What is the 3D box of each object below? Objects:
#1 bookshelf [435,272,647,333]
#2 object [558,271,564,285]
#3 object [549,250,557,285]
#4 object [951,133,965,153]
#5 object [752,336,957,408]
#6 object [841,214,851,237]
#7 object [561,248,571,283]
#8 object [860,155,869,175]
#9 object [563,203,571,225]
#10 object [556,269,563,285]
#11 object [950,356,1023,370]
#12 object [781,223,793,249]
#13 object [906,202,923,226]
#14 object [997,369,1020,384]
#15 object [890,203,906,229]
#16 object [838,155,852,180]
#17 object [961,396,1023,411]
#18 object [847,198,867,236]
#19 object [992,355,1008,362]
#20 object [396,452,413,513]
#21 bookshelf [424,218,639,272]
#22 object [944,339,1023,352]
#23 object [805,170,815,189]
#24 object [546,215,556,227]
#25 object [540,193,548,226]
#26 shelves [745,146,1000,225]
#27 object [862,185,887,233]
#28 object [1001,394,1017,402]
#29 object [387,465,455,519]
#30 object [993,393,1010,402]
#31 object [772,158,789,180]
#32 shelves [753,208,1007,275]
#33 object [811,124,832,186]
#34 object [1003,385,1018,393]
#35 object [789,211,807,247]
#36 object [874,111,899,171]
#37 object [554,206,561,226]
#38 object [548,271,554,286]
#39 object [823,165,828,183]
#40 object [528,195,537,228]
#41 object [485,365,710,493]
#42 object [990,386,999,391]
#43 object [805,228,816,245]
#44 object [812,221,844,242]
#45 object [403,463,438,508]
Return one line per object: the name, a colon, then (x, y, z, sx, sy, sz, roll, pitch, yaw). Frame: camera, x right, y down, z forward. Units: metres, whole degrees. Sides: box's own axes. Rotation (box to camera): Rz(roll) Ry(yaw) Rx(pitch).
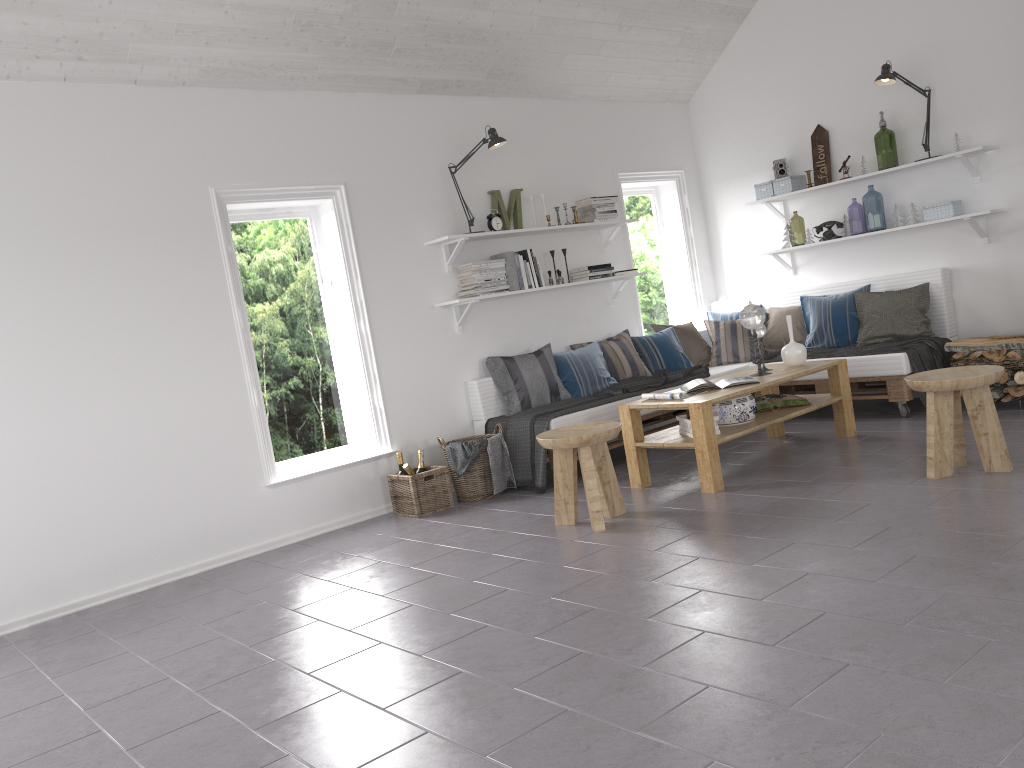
bookshelf: (0.280, -0.594, 6.372, 1.820, 0.212, 0.269, -13, 6, -39)
object: (0.348, -0.762, 6.371, 0.058, 0.102, 0.032, -14, 6, -44)
object: (0.313, -0.845, 6.473, 0.085, 0.259, 0.085, -8, 5, 20)
object: (2.970, -1.607, 5.914, 0.072, 0.142, 0.073, -10, 5, -6)
object: (2.427, -0.054, 6.398, 1.449, 0.508, 0.716, -6, 6, 41)
object: (2.507, -1.189, 6.657, 0.007, 0.176, 0.127, -13, 5, -33)
object: (0.402, -0.863, 6.510, 0.085, 0.259, 0.085, -8, 5, 20)
object: (2.536, -1.575, 6.389, 0.075, 0.147, 0.075, -8, 5, 18)
object: (0.392, -1.221, 6.389, 0.066, 0.160, 0.066, -6, 6, 38)
object: (0.341, -0.773, 6.427, 0.058, 0.117, 0.032, -12, 5, -28)
object: (3.026, -0.135, 5.587, 0.126, 0.104, 0.480, -13, 6, -37)
object: (2.180, -1.169, 6.974, 0.107, 0.195, 0.113, -12, 5, -32)
object: (2.815, -1.199, 6.225, 0.093, 0.161, 0.088, -12, 5, -30)
object: (3.225, -0.088, 5.662, 0.561, 0.102, 0.102, -13, 6, -40)
object: (2.754, -1.207, 6.346, 0.103, 0.178, 0.097, -8, 5, 14)
object: (2.461, -1.588, 6.555, 0.092, 0.172, 0.177, -8, 5, 19)
object: (3.215, 0.067, 5.752, 0.478, 0.118, 0.456, -13, 6, -39)
object: (2.531, -1.230, 6.517, 0.111, 0.270, 0.111, -11, 5, -21)
object: (3.172, -0.204, 5.623, 0.529, 0.048, 0.059, -13, 6, -39)
object: (-0.661, 0.605, 5.452, 0.095, 0.377, 0.095, -10, 4, -3)
bookshelf: (0.213, -0.998, 6.339, 1.820, 0.212, 0.269, -13, 6, -39)
object: (3.023, -0.246, 5.604, 0.115, 0.079, 0.571, -13, 6, -38)
object: (2.265, -1.562, 6.757, 0.085, 0.152, 0.085, -11, 5, -15)
object: (0.261, -1.152, 6.277, 0.088, 0.085, 0.088, -11, 5, -16)
object: (0.242, -1.247, 6.421, 0.084, 0.256, 0.084, -8, 5, 20)
shelves: (2.552, -1.402, 6.468, 0.269, 0.212, 1.820, -13, 6, -39)
object: (2.610, -1.267, 6.400, 0.137, 0.335, 0.137, -6, 6, 40)
object: (3.270, 0.041, 5.674, 0.467, 0.067, 0.096, -13, 6, -39)
object: (-0.560, 0.662, 5.447, 0.276, 0.270, 0.276, -13, 6, -39)
object: (3.194, 0.054, 5.741, 0.562, 0.063, 0.095, -13, 6, -38)
object: (2.120, -1.690, 6.983, 0.121, 0.157, 0.117, -9, 5, 10)
shelves: (2.620, -0.998, 6.500, 0.269, 0.212, 1.820, -13, 6, -39)
object: (2.362, -1.744, 6.779, 0.053, 0.480, 0.154, -13, 5, -34)
object: (3.237, 0.001, 5.653, 0.425, 0.033, 0.046, -13, 6, -39)
object: (2.218, -1.207, 6.888, 0.111, 0.270, 0.111, -11, 5, -21)
object: (2.637, -1.719, 6.268, 0.136, 0.415, 0.136, -10, 5, -6)
object: (0.333, -1.209, 6.402, 0.055, 0.153, 0.055, -7, 5, 28)
object: (0.278, -0.760, 6.398, 0.032, 0.117, 0.058, -7, 5, 25)
object: (2.364, -1.569, 6.664, 0.052, 0.148, 0.052, -9, 5, 13)
object: (0.157, -1.232, 6.411, 0.084, 0.256, 0.084, -8, 5, 20)
object: (0.661, 0.254, 6.141, 1.892, 0.533, 0.685, -13, 6, -39)
object: (3.167, 0.018, 5.745, 0.561, 0.050, 0.057, -13, 6, -39)
object: (2.271, -1.133, 6.782, 0.072, 0.124, 0.068, -6, 6, 36)
object: (2.399, -1.159, 6.726, 0.171, 0.146, 0.203, -11, 5, -15)
object: (-0.546, 0.618, 5.387, 0.095, 0.332, 0.284, -7, 5, 30)
